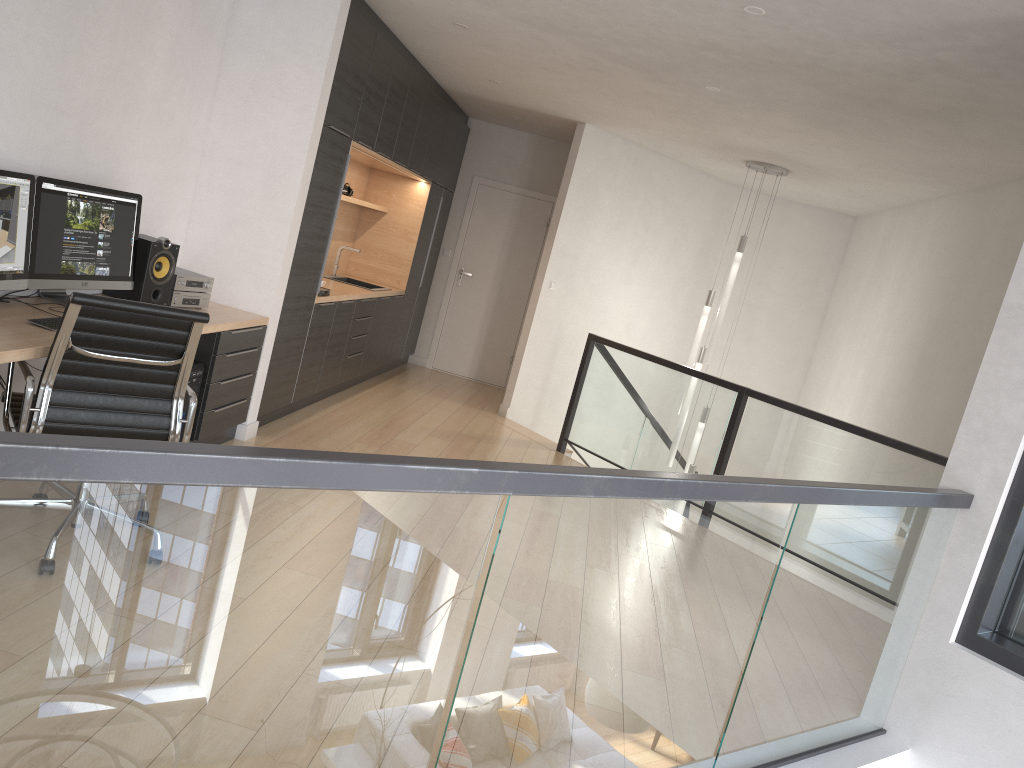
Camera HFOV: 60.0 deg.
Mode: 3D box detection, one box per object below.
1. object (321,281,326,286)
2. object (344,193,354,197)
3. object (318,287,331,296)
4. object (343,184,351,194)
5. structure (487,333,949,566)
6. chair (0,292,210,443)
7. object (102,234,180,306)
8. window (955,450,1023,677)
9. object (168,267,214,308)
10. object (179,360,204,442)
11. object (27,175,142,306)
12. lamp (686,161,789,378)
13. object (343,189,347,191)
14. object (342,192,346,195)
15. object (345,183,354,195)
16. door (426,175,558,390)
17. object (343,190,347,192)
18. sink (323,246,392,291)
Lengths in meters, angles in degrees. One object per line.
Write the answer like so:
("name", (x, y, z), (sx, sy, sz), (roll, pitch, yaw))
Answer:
("object", (-1.349, -0.691, 6.106), (0.099, 0.057, 0.095), (16, 8, 7))
("object", (-1.386, -1.574, 7.354), (0.145, 0.025, 0.145), (16, 8, 7))
("object", (-1.490, -0.891, 6.270), (0.584, 0.398, 0.618), (16, 8, 4))
("object", (-1.381, -1.614, 7.323), (0.100, 0.093, 0.066), (18, 9, 19))
("structure", (1.791, 2.123, 7.454), (2.823, 4.339, 4.190), (8, 11, -40))
("chair", (-1.576, 0.114, 3.310), (0.664, 0.991, 0.699), (9, 10, -35))
("object", (-1.861, -0.589, 4.469), (0.249, 0.354, 0.198), (18, 9, 19))
("window", (3.385, 0.429, 1.026), (0.170, 2.402, 5.002), (8, 11, -40))
("object", (-1.798, -0.519, 4.733), (0.270, 0.174, 0.285), (18, 9, 19))
("object", (-1.868, 0.099, 4.493), (0.474, 0.527, 0.215), (16, 8, 4))
("object", (-1.930, -0.625, 3.966), (0.190, 0.535, 0.716), (16, 9, 9))
("lamp", (1.932, -1.007, 7.595), (0.359, 6.725, 0.359), (22, 11, 40))
("object", (-1.386, -1.556, 7.069), (0.145, 0.025, 0.145), (18, 9, 17))
("object", (-1.392, -1.532, 7.073), (0.145, 0.025, 0.145), (18, 9, 17))
("object", (-1.365, -1.625, 7.384), (0.100, 0.093, 0.066), (17, 9, 14))
("door", (-0.212, -1.072, 9.567), (0.974, 2.136, 0.085), (16, 8, 4))
("object", (-1.387, -1.544, 7.074), (0.145, 0.025, 0.145), (18, 9, 17))
("sink", (-1.366, -0.919, 7.801), (0.512, 0.518, 0.626), (16, 8, 4))
